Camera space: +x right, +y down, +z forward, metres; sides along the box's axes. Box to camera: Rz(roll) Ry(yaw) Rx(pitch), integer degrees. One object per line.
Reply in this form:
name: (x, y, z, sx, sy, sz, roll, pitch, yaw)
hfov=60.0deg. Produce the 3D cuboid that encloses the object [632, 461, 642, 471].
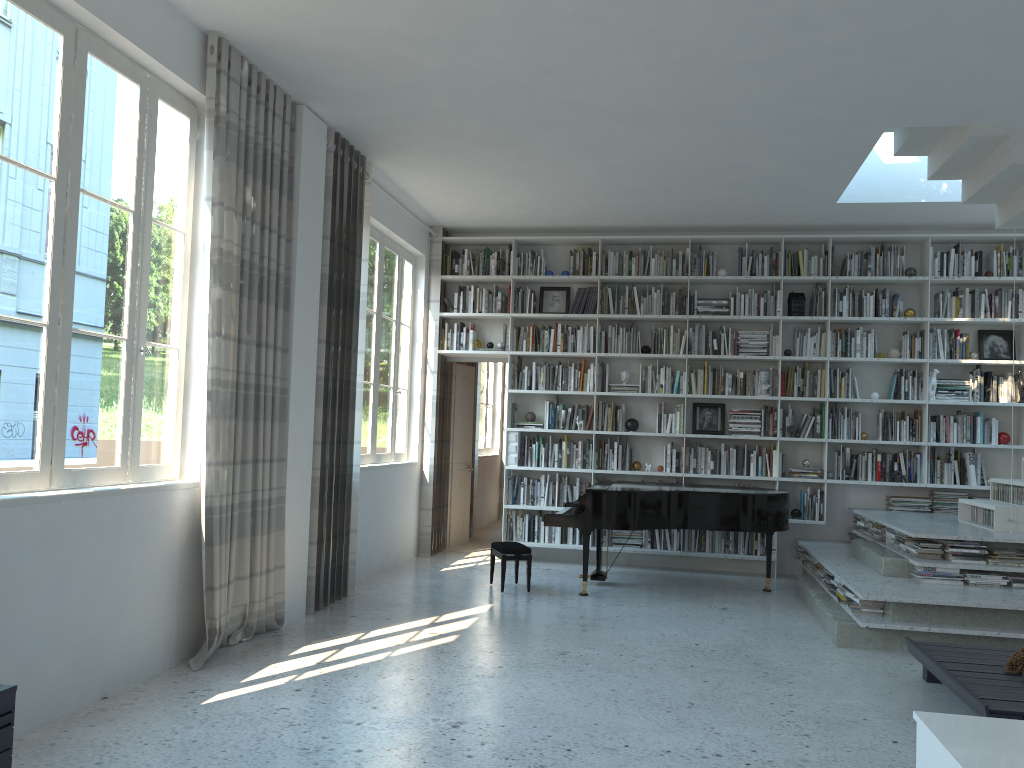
object: (1.191, 0.782, 8.458, 0.091, 0.092, 0.091, 3, -3, -12)

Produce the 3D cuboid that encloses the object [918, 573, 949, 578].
object: (2.832, 1.276, 5.924, 0.204, 0.004, 0.140, 1, -3, 14)

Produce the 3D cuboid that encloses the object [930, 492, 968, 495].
object: (3.911, 0.979, 7.956, 0.285, 0.005, 0.159, 1, -3, 11)

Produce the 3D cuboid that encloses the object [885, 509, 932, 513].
object: (3.571, 1.144, 7.998, 0.345, 0.007, 0.193, 2, -3, 6)

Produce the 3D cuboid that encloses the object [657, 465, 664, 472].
object: (1.403, 0.800, 8.374, 0.061, 0.062, 0.061, 4, -3, -30)

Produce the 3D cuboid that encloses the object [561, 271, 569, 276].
object: (0.521, -1.065, 8.651, 0.082, 0.083, 0.082, 3, -3, -12)

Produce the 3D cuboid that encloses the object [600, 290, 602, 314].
object: (0.867, -0.772, 8.609, 0.012, 0.254, 0.161, 2, -3, 11)

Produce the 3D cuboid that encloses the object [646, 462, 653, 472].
object: (1.296, 0.781, 8.371, 0.060, 0.095, 0.078, 1, -3, 27)

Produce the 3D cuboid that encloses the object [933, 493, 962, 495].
object: (3.911, 0.985, 7.955, 0.254, 0.006, 0.161, 1, -3, 11)

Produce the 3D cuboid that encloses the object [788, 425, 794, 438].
object: (2.541, 0.432, 8.067, 0.054, 0.113, 0.079, 2, -3, 9)

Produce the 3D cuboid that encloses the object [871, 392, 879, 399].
object: (3.296, 0.110, 8.052, 0.071, 0.072, 0.071, 4, -3, -30)

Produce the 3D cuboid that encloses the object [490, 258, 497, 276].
object: (-0.181, -1.133, 8.672, 0.067, 0.198, 0.067, 4, -3, -37)

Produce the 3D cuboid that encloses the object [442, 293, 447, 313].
object: (-0.684, -0.833, 8.886, 0.035, 0.295, 0.176, 2, -3, 11)

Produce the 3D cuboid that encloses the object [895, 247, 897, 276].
object: (3.508, -1.095, 8.129, 0.006, 0.297, 0.129, 2, -3, 11)

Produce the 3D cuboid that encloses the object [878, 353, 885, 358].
object: (3.360, -0.253, 8.081, 0.068, 0.068, 0.068, 3, -3, -12)

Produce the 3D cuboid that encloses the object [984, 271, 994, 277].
object: (4.241, -0.968, 7.885, 0.071, 0.072, 0.071, 4, -3, -30)

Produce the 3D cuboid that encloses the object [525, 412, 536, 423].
object: (0.182, 0.325, 8.659, 0.105, 0.106, 0.105, 3, -3, -12)

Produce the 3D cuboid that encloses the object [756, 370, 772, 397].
object: (2.320, -0.003, 8.155, 0.137, 0.243, 0.138, 3, -3, -24)

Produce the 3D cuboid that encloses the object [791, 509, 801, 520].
object: (2.584, 1.183, 8.069, 0.094, 0.094, 0.093, 4, -3, -30)

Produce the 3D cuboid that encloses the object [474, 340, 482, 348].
object: (-0.337, -0.393, 8.746, 0.087, 0.087, 0.087, 4, -3, -30)

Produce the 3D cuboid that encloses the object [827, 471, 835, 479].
object: (2.915, 0.835, 8.119, 0.071, 0.072, 0.071, 4, -3, -30)

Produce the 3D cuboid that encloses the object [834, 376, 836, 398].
object: (2.967, 0.037, 8.171, 0.013, 0.208, 0.140, 2, -3, 11)

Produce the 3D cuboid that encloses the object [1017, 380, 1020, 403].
object: (4.480, 0.073, 7.878, 0.022, 0.211, 0.179, 2, -3, 11)

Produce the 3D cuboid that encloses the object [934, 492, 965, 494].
object: (3.911, 0.974, 7.953, 0.254, 0.006, 0.161, 1, -3, 12)

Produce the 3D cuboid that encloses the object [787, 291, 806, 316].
object: (2.630, -0.729, 8.197, 0.135, 0.248, 0.135, 2, -3, 1)

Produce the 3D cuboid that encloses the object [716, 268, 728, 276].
object: (1.981, -1.039, 8.366, 0.105, 0.106, 0.104, 3, -3, -12)

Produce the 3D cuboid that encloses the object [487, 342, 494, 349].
object: (-0.214, -0.380, 8.772, 0.071, 0.072, 0.071, 3, -3, -12)

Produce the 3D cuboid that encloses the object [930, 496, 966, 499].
object: (3.906, 1.017, 7.954, 0.254, 0.006, 0.161, 1, -3, 11)

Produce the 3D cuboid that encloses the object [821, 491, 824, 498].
object: (2.827, 1.109, 8.061, 0.011, 0.260, 0.142, 2, -3, 11)

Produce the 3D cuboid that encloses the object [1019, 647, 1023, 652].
object: (2.457, 1.299, 4.225, 0.090, 0.106, 0.097, 0, -3, 32)

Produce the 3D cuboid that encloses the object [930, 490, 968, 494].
object: (3.909, 0.968, 7.944, 0.285, 0.005, 0.159, 1, -3, 16)

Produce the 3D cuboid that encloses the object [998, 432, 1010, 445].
object: (4.351, 0.485, 7.860, 0.115, 0.116, 0.115, 3, -3, -12)

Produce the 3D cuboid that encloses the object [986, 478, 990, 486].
object: (4.239, 0.870, 7.885, 0.071, 0.072, 0.071, 4, -3, -30)

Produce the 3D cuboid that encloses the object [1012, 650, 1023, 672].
object: (2.396, 1.307, 4.167, 0.110, 0.101, 0.114, 2, -3, -7)

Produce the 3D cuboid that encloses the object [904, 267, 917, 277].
object: (3.599, -1.001, 8.008, 0.104, 0.105, 0.104, 4, -3, -30)

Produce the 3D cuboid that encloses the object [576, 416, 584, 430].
object: (0.641, 0.372, 8.429, 0.081, 0.140, 0.044, 2, -2, -6)

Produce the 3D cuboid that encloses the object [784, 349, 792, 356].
object: (2.539, -0.284, 8.163, 0.071, 0.072, 0.071, 4, -3, -30)

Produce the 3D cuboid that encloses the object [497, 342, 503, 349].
object: (-0.114, -0.379, 8.733, 0.071, 0.072, 0.071, 3, -3, -12)

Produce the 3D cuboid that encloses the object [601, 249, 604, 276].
object: (0.881, -1.154, 8.626, 0.012, 0.285, 0.159, 2, -3, 11)

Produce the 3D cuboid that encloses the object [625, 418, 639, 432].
object: (1.147, 0.394, 8.474, 0.134, 0.135, 0.133, 4, -3, -30)

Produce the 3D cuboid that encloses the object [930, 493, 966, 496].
object: (3.910, 0.990, 7.955, 0.254, 0.006, 0.161, 1, -3, 11)

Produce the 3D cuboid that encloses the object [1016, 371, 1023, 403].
object: (4.455, 0.029, 7.744, 0.075, 0.288, 0.087, 4, -3, -44)

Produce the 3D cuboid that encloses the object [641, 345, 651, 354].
object: (1.278, -0.320, 8.465, 0.097, 0.098, 0.097, 4, -3, -30)

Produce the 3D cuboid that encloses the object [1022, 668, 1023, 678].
object: (2.329, 1.299, 3.962, 0.081, 0.083, 0.098, 1, -3, 16)

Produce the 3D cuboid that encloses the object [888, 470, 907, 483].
object: (3.426, 0.821, 7.873, 0.160, 0.114, 0.064, 2, -3, -2)

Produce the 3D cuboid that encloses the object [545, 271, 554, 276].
object: (0.366, -1.068, 8.680, 0.082, 0.083, 0.082, 3, -3, -12)

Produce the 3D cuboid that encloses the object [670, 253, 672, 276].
object: (1.522, -1.119, 8.501, 0.010, 0.246, 0.157, 2, -3, 11)

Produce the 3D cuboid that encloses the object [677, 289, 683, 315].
object: (1.585, -0.762, 8.326, 0.075, 0.254, 0.075, 2, -3, -10)

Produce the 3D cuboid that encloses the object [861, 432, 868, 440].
object: (3.204, 0.478, 8.087, 0.071, 0.072, 0.071, 4, -3, -30)

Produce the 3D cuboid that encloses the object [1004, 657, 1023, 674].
object: (2.334, 1.311, 4.123, 0.082, 0.085, 0.082, 1, -3, 25)

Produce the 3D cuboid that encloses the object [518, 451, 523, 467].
object: (0.084, 0.722, 8.536, 0.045, 0.146, 0.045, 4, -3, -41)

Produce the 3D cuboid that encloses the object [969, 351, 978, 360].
object: (4.119, -0.245, 7.935, 0.091, 0.092, 0.091, 4, -3, -30)

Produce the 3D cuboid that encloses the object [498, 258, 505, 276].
object: (-0.101, -1.131, 8.657, 0.067, 0.198, 0.067, 4, -3, -37)

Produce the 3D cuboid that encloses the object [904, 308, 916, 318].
object: (3.587, -0.633, 7.998, 0.100, 0.101, 0.100, 3, -3, -12)

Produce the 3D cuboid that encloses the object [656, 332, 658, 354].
object: (1.388, -0.379, 8.499, 0.010, 0.225, 0.142, 2, -3, 11)

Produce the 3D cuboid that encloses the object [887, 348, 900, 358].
object: (3.478, -0.270, 8.084, 0.111, 0.113, 0.111, 3, -3, -12)

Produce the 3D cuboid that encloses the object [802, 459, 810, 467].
object: (2.683, 0.724, 8.087, 0.071, 0.072, 0.071, 4, -3, -30)

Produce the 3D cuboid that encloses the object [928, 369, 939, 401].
object: (3.732, 0.010, 7.861, 0.075, 0.288, 0.087, 4, -3, -44)

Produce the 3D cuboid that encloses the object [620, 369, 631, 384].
object: (1.087, -0.069, 8.529, 0.095, 0.157, 0.121, 1, -3, 24)
